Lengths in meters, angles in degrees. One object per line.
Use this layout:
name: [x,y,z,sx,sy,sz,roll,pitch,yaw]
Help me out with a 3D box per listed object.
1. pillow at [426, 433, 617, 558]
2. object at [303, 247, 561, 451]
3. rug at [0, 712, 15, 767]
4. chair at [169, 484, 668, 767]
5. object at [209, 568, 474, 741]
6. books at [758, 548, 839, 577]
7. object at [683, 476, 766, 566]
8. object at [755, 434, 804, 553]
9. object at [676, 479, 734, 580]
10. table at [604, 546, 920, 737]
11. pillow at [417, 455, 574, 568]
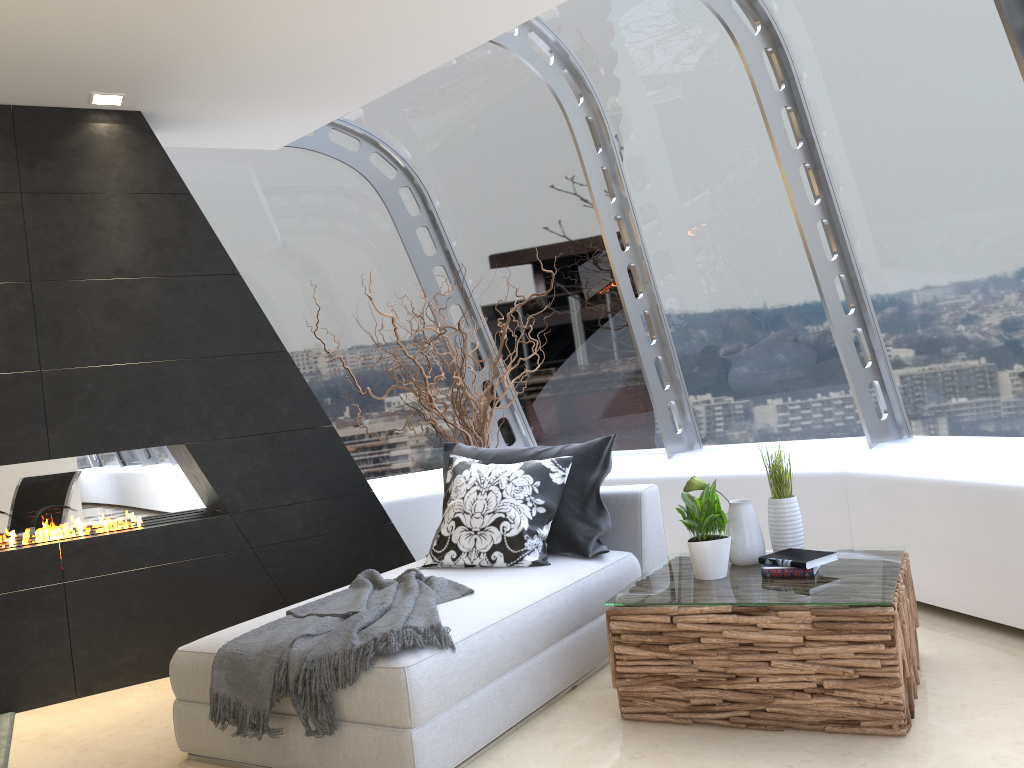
pillow: [0.048,0.558,4.398,1.070,0.597,0.510,-7,-1,32]
object: [-0.436,0.307,5.551,1.508,2.059,1.370,-6,-1,-27]
rug: [-2.742,1.561,2.581,2.194,0.012,2.923,-6,-1,-28]
chair: [-0.260,0.950,3.865,1.176,0.690,2.068,-7,-1,32]
object: [-0.464,0.934,3.237,0.825,0.359,1.024,-7,-1,30]
books: [1.052,0.673,3.314,0.246,0.063,0.265,-6,-1,-41]
object: [0.859,0.546,3.599,0.297,0.370,0.152,-7,-1,16]
object: [1.085,0.448,3.569,0.153,0.511,0.150,-7,-1,30]
object: [0.743,0.560,3.415,0.215,0.369,0.284,-7,-1,5]
table: [0.971,0.933,3.349,1.007,0.436,0.923,-7,-1,27]
pillow: [-0.085,0.587,4.126,0.683,0.528,0.431,-7,-1,26]
